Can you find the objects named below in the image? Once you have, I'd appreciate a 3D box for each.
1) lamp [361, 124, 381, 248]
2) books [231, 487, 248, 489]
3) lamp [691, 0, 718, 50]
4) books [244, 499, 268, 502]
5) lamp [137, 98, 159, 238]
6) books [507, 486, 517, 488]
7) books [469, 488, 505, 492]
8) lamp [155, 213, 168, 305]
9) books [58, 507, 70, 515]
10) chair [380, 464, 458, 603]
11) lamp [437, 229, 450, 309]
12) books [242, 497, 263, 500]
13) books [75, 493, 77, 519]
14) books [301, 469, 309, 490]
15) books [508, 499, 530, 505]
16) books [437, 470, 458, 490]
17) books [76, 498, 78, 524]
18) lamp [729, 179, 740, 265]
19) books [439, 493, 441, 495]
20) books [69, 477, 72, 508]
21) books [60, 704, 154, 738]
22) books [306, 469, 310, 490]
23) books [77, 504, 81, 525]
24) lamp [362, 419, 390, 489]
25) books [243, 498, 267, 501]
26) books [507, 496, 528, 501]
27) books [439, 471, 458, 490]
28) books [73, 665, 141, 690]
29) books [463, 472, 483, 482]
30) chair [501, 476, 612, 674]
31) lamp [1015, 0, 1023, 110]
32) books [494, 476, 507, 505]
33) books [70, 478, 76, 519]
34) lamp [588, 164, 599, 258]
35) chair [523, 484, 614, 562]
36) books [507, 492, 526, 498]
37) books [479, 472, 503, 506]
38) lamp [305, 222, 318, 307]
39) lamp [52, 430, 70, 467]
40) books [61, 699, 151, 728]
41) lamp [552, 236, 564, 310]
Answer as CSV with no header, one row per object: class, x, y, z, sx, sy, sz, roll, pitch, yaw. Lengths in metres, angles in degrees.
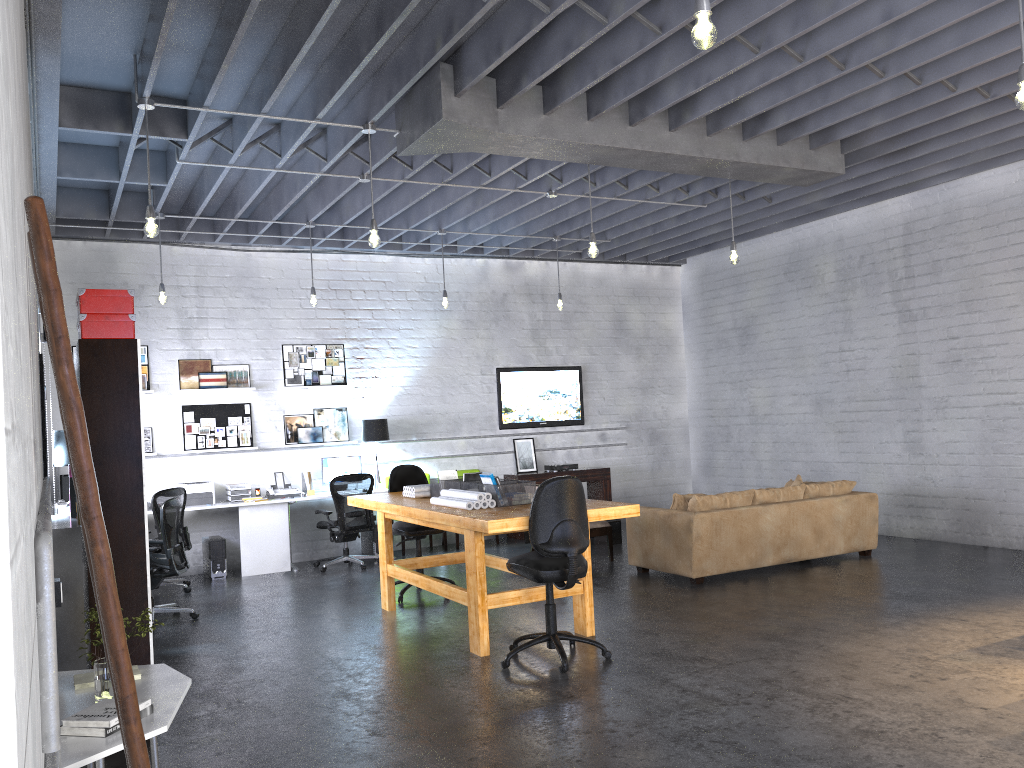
lamp,-1.004,-1.409,6.338,0.104,0.878,0.104,-2,-2,-28
books,-3.054,1.161,9.883,0.134,0.008,0.203,-1,-3,-44
lamp,0.660,-1.626,3.153,0.104,0.878,0.104,-3,-1,-10
books,-2.785,1.270,9.661,0.148,0.014,0.211,-4,-3,27
lamp,-2.315,-1.369,5.650,0.104,0.878,0.104,-2,-2,-28
books,-0.120,0.864,7.218,0.244,0.067,0.299,-2,-2,-18
books,-0.182,0.783,6.571,0.185,0.027,0.232,-5,-3,34
lamp,-3.372,-1.197,8.512,0.104,0.878,0.104,-2,-2,-28
books,-3.360,1.063,6.764,0.172,0.243,0.026,-2,-2,-28
chair,-0.818,1.308,7.967,0.659,1.164,0.687,-2,-2,-29
lamp,-0.763,-1.276,9.880,0.104,0.878,0.104,-2,-2,-28
books,-2.817,1.242,9.629,0.211,0.014,0.148,-2,-2,-13
books,-2.755,0.709,5.819,0.197,0.339,0.065,-2,-2,-28
books,-2.375,1.128,10.203,0.036,0.296,0.210,-2,-2,-28
books,0.016,0.837,6.324,0.155,0.029,0.226,-2,-3,-28
books,-0.516,0.811,7.241,0.171,0.210,0.046,-2,-2,-28
books,-2.601,0.707,5.502,0.182,0.302,0.034,-2,-2,-28
lamp,1.955,-1.499,7.890,0.104,0.878,0.104,-3,-1,16
books,-0.430,0.884,7.084,0.249,0.031,0.184,-2,-3,-26
books,-2.855,0.757,5.974,0.220,0.271,0.082,-2,-2,-28
books,-1.415,1.174,3.104,0.185,0.031,0.250,-4,-2,14
books,-2.370,1.127,10.211,0.043,0.296,0.210,-2,-2,-28
books,-2.562,0.698,5.430,0.180,0.309,0.060,-2,-2,-28
lamp,-1.619,0.838,10.586,0.333,0.831,0.333,-4,-2,24
books,-2.795,1.255,9.643,0.148,0.014,0.211,-5,-3,37
books,0.018,0.812,6.327,0.141,0.021,0.203,-2,-3,-27
books,-0.504,0.815,7.212,0.158,0.199,0.082,-2,-2,-28
books,-1.682,1.217,3.684,0.248,0.021,0.177,-2,-3,-28
books,-0.298,0.777,6.713,0.158,0.214,0.063,-2,-2,-28
chair,0.200,1.159,5.608,0.659,1.164,0.687,-2,-2,-29
lamp,2.302,-1.676,4.014,0.104,0.878,0.104,-3,-1,-10
books,-0.105,0.749,6.237,0.097,0.209,0.158,-2,-2,-28
books,-2.826,0.755,5.921,0.219,0.267,0.060,-2,-2,-23
lamp,0.638,-1.459,7.199,0.104,0.878,0.104,-2,-2,-28
chair,0.585,1.453,9.325,0.724,0.842,0.575,-2,-2,-28
books,0.015,0.790,6.321,0.127,0.022,0.181,-1,-3,-33
books,-0.142,0.739,6.235,0.108,0.234,0.166,-2,-2,-28
lamp,-2.076,-1.236,9.192,0.104,0.878,0.104,-2,-2,-28
lamp,-3.183,0.751,6.510,0.333,0.831,0.333,-4,-2,24
books,-1.412,1.147,3.095,0.185,0.022,0.234,-3,-2,10
lamp,0.554,-1.316,10.571,0.104,0.878,0.104,-3,-1,16
